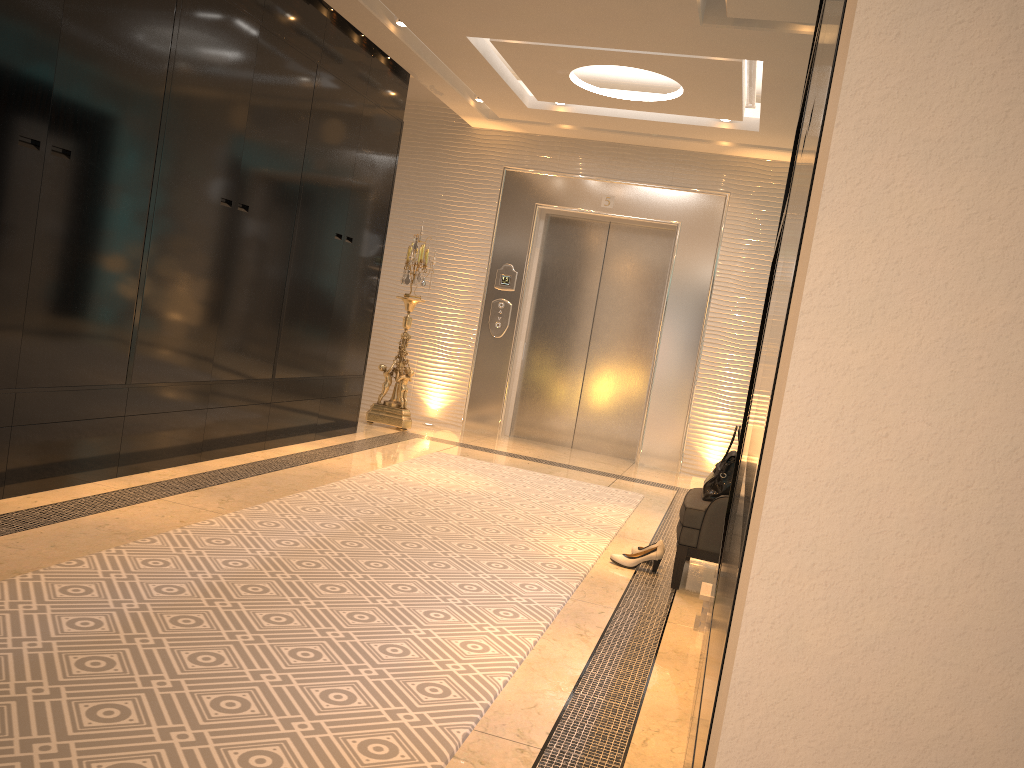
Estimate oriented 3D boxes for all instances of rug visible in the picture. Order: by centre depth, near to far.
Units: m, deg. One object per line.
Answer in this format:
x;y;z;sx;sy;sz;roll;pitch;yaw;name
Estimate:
-0.459;0.685;3.769;1.526;0.015;5.025;10;4;14;rug

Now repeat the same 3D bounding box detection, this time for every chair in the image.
1.134;0.482;3.979;0.702;0.898;0.625;10;4;16;chair

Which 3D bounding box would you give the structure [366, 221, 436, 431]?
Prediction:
-0.710;-0.467;7.403;0.382;1.715;0.811;12;5;38;structure

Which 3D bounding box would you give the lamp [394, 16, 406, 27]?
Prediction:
-0.651;-2.219;5.333;0.107;0.127;0.107;12;5;33;lamp

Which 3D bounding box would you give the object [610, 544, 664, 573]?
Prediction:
0.568;0.775;4.038;0.235;0.135;0.084;11;4;16;object

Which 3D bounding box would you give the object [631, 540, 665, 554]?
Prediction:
0.653;0.777;4.211;0.084;0.135;0.235;7;4;-28;object

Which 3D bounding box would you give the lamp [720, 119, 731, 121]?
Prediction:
1.522;-1.928;6.284;0.107;0.127;0.107;12;5;33;lamp

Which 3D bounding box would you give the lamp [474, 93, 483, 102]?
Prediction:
-0.238;-2.261;6.899;0.107;0.127;0.107;9;4;-4;lamp

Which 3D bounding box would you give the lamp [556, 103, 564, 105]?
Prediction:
0.365;-2.140;6.583;0.107;0.127;0.107;12;5;33;lamp

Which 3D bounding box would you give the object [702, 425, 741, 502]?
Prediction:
0.976;0.353;4.030;0.168;0.345;0.366;10;4;13;object
